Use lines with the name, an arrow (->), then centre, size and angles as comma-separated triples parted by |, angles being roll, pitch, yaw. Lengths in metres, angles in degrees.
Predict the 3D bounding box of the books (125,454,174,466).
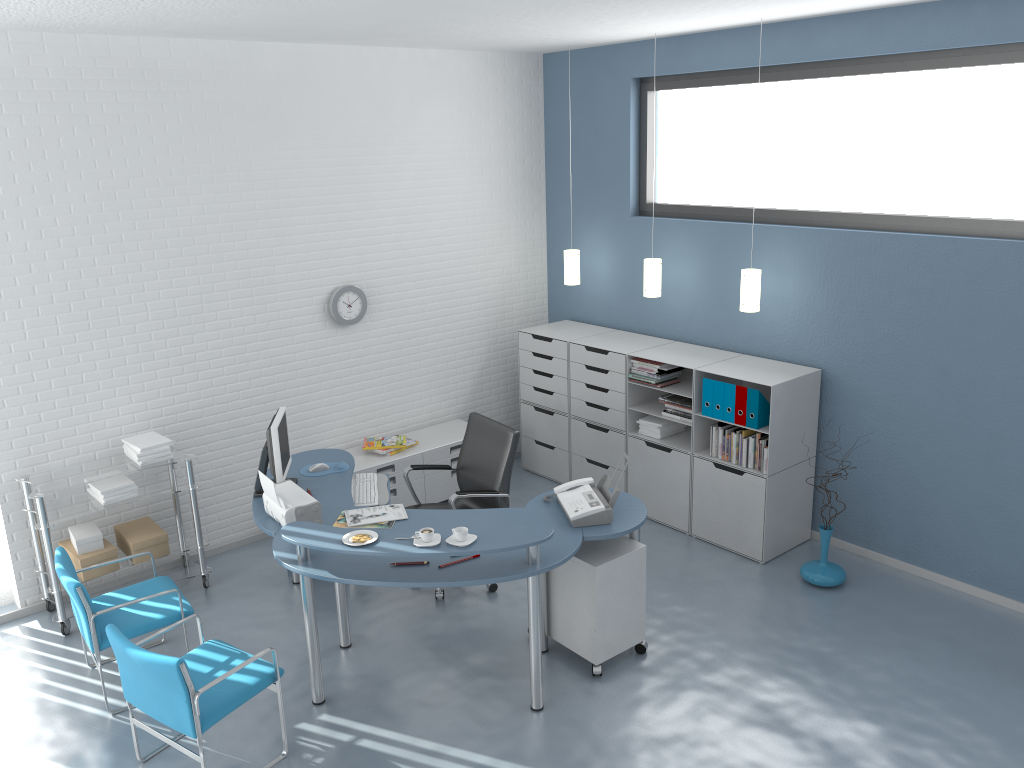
books -> -2.132, 0.420, 5.213 | 0.190, 0.015, 0.270 | -14, 20, -38

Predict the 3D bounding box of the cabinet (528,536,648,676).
cabinet -> 0.388, 1.083, 4.608 | 0.383, 0.605, 0.559 | -14, 19, -36

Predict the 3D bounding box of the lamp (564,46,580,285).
lamp -> 0.429, -1.617, 6.486 | 0.120, 1.786, 0.120 | 1, 16, 9

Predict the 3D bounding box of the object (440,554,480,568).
object -> -0.234, 0.796, 3.990 | 0.200, 0.010, 0.011 | -11, 18, -29

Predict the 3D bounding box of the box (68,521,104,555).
box -> -2.423, 0.874, 5.047 | 0.139, 0.090, 0.234 | -12, 19, -33

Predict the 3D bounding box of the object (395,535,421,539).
object -> -0.460, 0.674, 3.905 | 0.119, 0.021, 0.025 | 0, 16, 7

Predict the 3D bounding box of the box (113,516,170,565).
box -> -2.194, 0.923, 5.257 | 0.207, 0.133, 0.347 | -14, 20, -38

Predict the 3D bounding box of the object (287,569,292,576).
object -> -1.176, 0.956, 5.578 | 0.471, 0.422, 0.199 | -3, 16, -4

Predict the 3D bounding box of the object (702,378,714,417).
object -> 1.298, 0.068, 5.626 | 0.181, 0.247, 0.082 | -14, 20, -38

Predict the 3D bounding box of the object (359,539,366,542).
object -> -0.656, 0.685, 3.891 | 0.025, 0.005, 0.027 | 7, 18, 29

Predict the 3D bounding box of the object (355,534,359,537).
object -> -0.682, 0.675, 3.946 | 0.027, 0.005, 0.025 | 3, 16, 18

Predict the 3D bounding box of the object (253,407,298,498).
object -> -1.311, 0.379, 4.846 | 0.212, 0.417, 0.365 | -4, 16, -6

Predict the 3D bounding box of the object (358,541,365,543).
object -> -0.658, 0.690, 3.889 | 0.025, 0.005, 0.027 | 4, 17, 21

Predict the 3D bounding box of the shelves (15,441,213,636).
shelves -> -2.297, 0.881, 5.188 | 0.896, 0.848, 0.441 | -14, 20, -37

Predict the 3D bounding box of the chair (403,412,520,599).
chair -> -0.340, 0.735, 5.295 | 0.652, 0.948, 0.584 | -12, 19, -33

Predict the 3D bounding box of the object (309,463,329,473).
object -> -1.122, 0.482, 5.155 | 0.115, 0.035, 0.054 | -11, 18, -28

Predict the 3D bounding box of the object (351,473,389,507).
object -> -0.834, 0.593, 5.004 | 0.276, 0.028, 0.478 | -4, 16, -8

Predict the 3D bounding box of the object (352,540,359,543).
object -> -0.687, 0.690, 3.895 | 0.027, 0.005, 0.025 | -3, 16, -3

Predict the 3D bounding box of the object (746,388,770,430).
object -> 1.512, 0.130, 5.378 | 0.181, 0.247, 0.082 | -14, 20, -38

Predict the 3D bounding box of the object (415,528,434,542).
object -> -0.376, 0.660, 3.871 | 0.078, 0.049, 0.062 | 11, 20, 39

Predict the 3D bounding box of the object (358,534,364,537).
object -> -0.671, 0.672, 3.938 | 0.025, 0.005, 0.027 | 0, 16, 6

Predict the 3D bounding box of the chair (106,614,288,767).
chair -> -1.333, 1.311, 3.801 | 0.542, 0.707, 0.543 | 9, 19, 34

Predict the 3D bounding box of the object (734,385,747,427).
object -> 1.458, 0.115, 5.440 | 0.181, 0.247, 0.082 | -14, 20, -38

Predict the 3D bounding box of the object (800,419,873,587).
object -> 1.852, 0.707, 5.097 | 0.357, 0.972, 0.312 | 6, 17, 25

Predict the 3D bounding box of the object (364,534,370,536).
object -> -0.649, 0.675, 3.942 | 0.027, 0.005, 0.025 | 3, 16, 17

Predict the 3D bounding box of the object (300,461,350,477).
object -> -1.098, 0.483, 5.179 | 0.285, 0.026, 0.213 | -9, 17, -25

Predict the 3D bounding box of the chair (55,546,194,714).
chair -> -1.919, 1.155, 4.427 | 0.543, 0.707, 0.542 | -12, 19, -33

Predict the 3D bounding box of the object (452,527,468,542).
object -> -0.224, 0.656, 3.870 | 0.062, 0.049, 0.078 | -7, 16, -18

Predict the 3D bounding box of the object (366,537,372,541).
object -> -0.635, 0.683, 3.912 | 0.025, 0.005, 0.027 | 11, 20, 38

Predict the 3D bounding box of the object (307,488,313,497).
object -> -1.087, 0.598, 4.787 | 0.013, 0.013, 0.178 | -8, 17, -21

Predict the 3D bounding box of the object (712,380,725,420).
object -> 1.351, 0.083, 5.564 | 0.181, 0.247, 0.082 | -14, 20, -38

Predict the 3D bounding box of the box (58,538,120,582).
box -> -2.420, 0.981, 5.077 | 0.207, 0.133, 0.347 | -17, 21, -42

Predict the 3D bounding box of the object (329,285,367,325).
object -> -1.131, -0.545, 6.131 | 0.279, 0.277, 0.041 | -14, 20, -38

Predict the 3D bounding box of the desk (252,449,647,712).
desk -> -0.535, 0.962, 4.596 | 2.282, 0.900, 1.402 | 6, 17, 25

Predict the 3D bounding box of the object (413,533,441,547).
object -> -0.370, 0.685, 3.873 | 0.119, 0.016, 0.119 | -2, 16, -2

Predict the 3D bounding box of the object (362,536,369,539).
object -> -0.646, 0.677, 3.919 | 0.027, 0.005, 0.025 | 12, 21, 40

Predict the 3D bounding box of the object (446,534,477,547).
object -> -0.220, 0.681, 3.870 | 0.119, 0.016, 0.119 | 7, 18, 28

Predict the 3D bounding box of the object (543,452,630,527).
object -> 0.382, 0.500, 4.473 | 0.399, 0.280, 0.405 | -4, 16, -9

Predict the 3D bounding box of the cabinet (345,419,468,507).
cabinet -> -0.749, 0.663, 6.464 | 1.259, 0.484, 0.447 | -14, 20, -38

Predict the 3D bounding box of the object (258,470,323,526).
object -> -1.125, 0.563, 4.437 | 0.197, 0.273, 0.392 | -12, 19, -33

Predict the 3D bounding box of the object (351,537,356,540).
object -> -0.697, 0.682, 3.924 | 0.027, 0.005, 0.025 | -1, 16, 2

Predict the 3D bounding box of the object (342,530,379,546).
object -> -0.670, 0.683, 3.913 | 0.162, 0.011, 0.162 | -1, 16, 3

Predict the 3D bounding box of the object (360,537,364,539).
object -> -0.664, 0.682, 3.920 | 0.027, 0.005, 0.025 | 9, 19, 34

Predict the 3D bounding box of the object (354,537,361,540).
object -> -0.680, 0.681, 3.909 | 0.025, 0.005, 0.027 | -12, 19, -33

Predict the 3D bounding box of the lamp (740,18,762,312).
lamp -> 1.456, -1.317, 5.296 | 0.120, 1.786, 0.120 | 1, 16, 9

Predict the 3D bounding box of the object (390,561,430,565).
object -> -0.459, 0.805, 3.977 | 0.178, 0.013, 0.013 | -2, 16, -1

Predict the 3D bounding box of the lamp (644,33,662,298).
lamp -> 0.942, -1.467, 5.891 | 0.120, 1.786, 0.120 | 1, 16, 9

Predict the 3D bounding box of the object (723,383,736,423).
object -> 1.404, 0.099, 5.502 | 0.181, 0.247, 0.082 | -14, 20, -38
